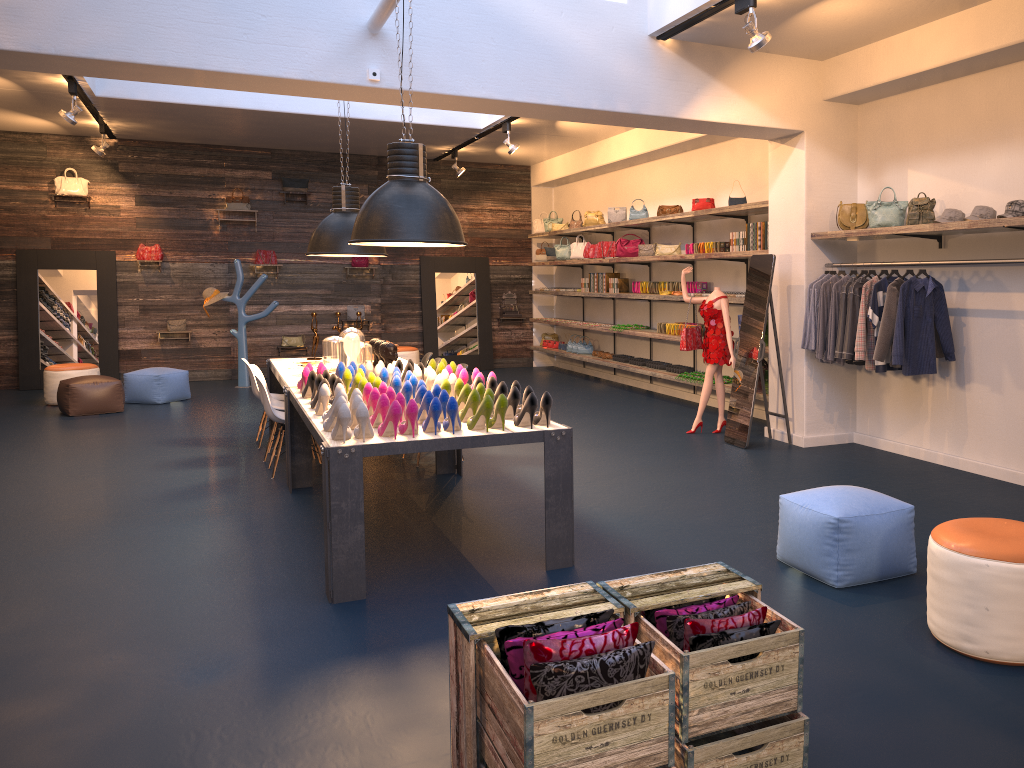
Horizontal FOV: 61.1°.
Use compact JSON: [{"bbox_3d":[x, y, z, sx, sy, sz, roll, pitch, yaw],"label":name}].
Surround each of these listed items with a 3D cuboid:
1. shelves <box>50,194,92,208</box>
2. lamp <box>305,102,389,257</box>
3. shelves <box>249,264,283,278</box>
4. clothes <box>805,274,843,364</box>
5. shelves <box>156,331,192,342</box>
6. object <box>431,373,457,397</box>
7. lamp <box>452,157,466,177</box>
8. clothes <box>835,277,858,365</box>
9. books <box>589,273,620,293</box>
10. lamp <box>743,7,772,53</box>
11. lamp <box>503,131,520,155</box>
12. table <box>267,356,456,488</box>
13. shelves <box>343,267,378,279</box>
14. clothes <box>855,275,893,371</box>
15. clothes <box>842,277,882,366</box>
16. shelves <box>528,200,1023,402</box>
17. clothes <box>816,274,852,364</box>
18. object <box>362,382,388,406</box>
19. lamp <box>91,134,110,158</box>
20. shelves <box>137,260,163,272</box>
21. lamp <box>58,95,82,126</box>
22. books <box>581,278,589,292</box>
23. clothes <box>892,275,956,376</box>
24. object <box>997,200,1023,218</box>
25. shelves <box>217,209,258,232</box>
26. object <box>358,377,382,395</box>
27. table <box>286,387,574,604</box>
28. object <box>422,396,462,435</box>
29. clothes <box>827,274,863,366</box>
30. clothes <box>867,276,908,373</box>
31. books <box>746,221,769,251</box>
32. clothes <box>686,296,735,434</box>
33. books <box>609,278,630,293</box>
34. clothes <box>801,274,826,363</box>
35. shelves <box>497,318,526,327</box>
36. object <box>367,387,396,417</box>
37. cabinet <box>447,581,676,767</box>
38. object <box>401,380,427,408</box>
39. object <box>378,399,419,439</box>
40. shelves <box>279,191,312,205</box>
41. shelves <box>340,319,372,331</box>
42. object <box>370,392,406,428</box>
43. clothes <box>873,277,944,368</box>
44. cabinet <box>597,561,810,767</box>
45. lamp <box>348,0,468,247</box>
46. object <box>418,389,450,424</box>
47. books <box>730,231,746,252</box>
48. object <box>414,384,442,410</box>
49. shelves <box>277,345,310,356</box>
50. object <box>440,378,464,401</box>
[{"bbox_3d":[-6.115,-2.533,12.054,0.481,0.156,0.230,-3,6,-24],"label":"shelves"},{"bbox_3d":[-1.467,-1.951,7.628,0.676,1.641,0.726,1,4,14],"label":"lamp"},{"bbox_3d":[-3.739,-1.712,13.208,0.481,0.210,0.230,-3,6,-24],"label":"shelves"},{"bbox_3d":[2.875,-0.590,7.858,0.578,0.812,0.114,-2,4,-25],"label":"clothes"},{"bbox_3d":[-4.934,-0.699,12.692,0.481,0.143,0.230,-3,6,-24],"label":"shelves"},{"bbox_3d":[-0.439,0.020,5.547,0.214,0.194,0.228,-2,6,-21],"label":"object"},{"bbox_3d":[-0.822,-3.298,13.266,0.228,0.326,0.191,1,4,21],"label":"lamp"},{"bbox_3d":[3.038,-0.543,7.465,0.698,0.751,0.121,-2,4,-23],"label":"clothes"},{"bbox_3d":[1.365,-1.498,12.838,0.254,0.287,0.601,-2,6,-21],"label":"books"},{"bbox_3d":[1.669,-2.422,5.982,0.238,0.326,0.183,0,4,5],"label":"lamp"},{"bbox_3d":[-0.010,-3.013,10.896,0.228,0.326,0.191,1,4,21],"label":"lamp"},{"bbox_3d":[-1.426,0.225,7.718,1.314,0.737,2.393,-2,7,-20],"label":"table"},{"bbox_3d":[-2.416,-1.770,13.854,0.528,0.184,0.189,-3,6,-24],"label":"shelves"},{"bbox_3d":[3.123,-0.515,7.266,0.720,0.793,0.164,-2,4,-25],"label":"clothes"},{"bbox_3d":[3.068,-0.533,7.378,0.698,0.751,0.121,-2,4,-23],"label":"clothes"},{"bbox_3d":[-0.826,-0.386,5.897,9.191,2.218,15.872,-2,7,-20],"label":"shelves"},{"bbox_3d":[2.952,-0.585,7.749,0.567,0.798,0.176,-2,4,-29],"label":"clothes"},{"bbox_3d":[-0.797,0.075,5.075,0.211,0.194,0.232,-1,5,-14],"label":"object"},{"bbox_3d":[-5.317,-3.073,11.224,0.228,0.326,0.191,1,4,21],"label":"lamp"},{"bbox_3d":[-5.214,-1.698,12.513,0.324,0.156,0.231,-2,6,-23],"label":"shelves"},{"bbox_3d":[-4.511,-2.790,8.871,0.228,0.326,0.191,1,4,21],"label":"lamp"},{"bbox_3d":[1.191,-1.508,13.249,0.191,0.209,0.300,-2,6,-20],"label":"books"},{"bbox_3d":[3.258,-0.467,6.878,0.720,0.793,0.164,-2,4,-25],"label":"clothes"},{"bbox_3d":[3.560,-1.231,6.138,0.248,0.135,0.169,0,5,-3],"label":"object"},{"bbox_3d":[-4.107,-2.440,13.002,0.595,0.315,0.230,-3,5,-24],"label":"shelves"},{"bbox_3d":[-0.878,0.045,5.324,0.214,0.194,0.228,-2,6,-21],"label":"object"},{"bbox_3d":[-0.649,0.498,5.449,1.314,0.737,2.393,-2,7,-20],"label":"table"},{"bbox_3d":[-0.356,0.150,4.457,0.211,0.194,0.232,-1,5,-14],"label":"object"},{"bbox_3d":[3.001,-0.568,7.605,0.567,0.798,0.176,-2,4,-29],"label":"clothes"},{"bbox_3d":[3.154,-0.494,7.168,0.601,0.791,0.116,-2,4,-24],"label":"clothes"},{"bbox_3d":[2.641,-1.498,8.812,0.254,0.287,0.601,-2,6,-21],"label":"books"},{"bbox_3d":[2.011,-0.194,8.633,0.498,1.380,0.321,-3,4,-36],"label":"clothes"},{"bbox_3d":[1.527,-1.405,12.407,0.193,0.212,0.310,-2,6,-21],"label":"books"},{"bbox_3d":[2.854,-0.597,7.918,0.578,0.812,0.114,-2,4,-25],"label":"clothes"},{"bbox_3d":[-0.014,-1.066,15.001,0.481,0.156,0.230,-3,6,-24],"label":"shelves"},{"bbox_3d":[-0.727,0.104,4.837,0.212,0.194,0.230,-2,5,-17],"label":"object"},{"bbox_3d":[1.237,0.934,2.662,2.894,0.546,0.723,-1,6,-11],"label":"cabinet"},{"bbox_3d":[-0.598,0.063,5.182,0.214,0.194,0.228,-2,6,-21],"label":"object"},{"bbox_3d":[-0.560,0.163,4.340,0.215,0.194,0.227,-2,6,-24],"label":"object"},{"bbox_3d":[-3.330,-2.855,13.352,0.481,0.178,0.230,-3,6,-24],"label":"shelves"},{"bbox_3d":[-2.482,-0.933,13.839,0.481,0.183,0.230,-3,6,-24],"label":"shelves"},{"bbox_3d":[-0.650,0.133,4.594,0.214,0.194,0.228,-2,6,-21],"label":"object"},{"bbox_3d":[3.210,-0.494,7.020,0.751,0.733,0.162,-2,4,-26],"label":"clothes"},{"bbox_3d":[0.589,0.930,2.678,0.501,0.546,0.524,-2,5,-22],"label":"cabinet"},{"bbox_3d":[-0.636,-1.660,5.210,0.755,1.641,0.647,-2,4,-31],"label":"lamp"},{"bbox_3d":[-0.429,0.118,4.722,0.214,0.194,0.228,-2,6,-21],"label":"object"},{"bbox_3d":[2.466,-1.508,9.222,0.191,0.209,0.300,-2,6,-20],"label":"books"},{"bbox_3d":[-0.491,0.090,4.961,0.215,0.194,0.227,-2,6,-24],"label":"object"},{"bbox_3d":[-3.380,-0.507,13.432,0.481,0.156,0.230,-3,6,-24],"label":"shelves"},{"bbox_3d":[-0.379,0.054,5.263,0.214,0.194,0.228,-2,6,-21],"label":"object"}]
